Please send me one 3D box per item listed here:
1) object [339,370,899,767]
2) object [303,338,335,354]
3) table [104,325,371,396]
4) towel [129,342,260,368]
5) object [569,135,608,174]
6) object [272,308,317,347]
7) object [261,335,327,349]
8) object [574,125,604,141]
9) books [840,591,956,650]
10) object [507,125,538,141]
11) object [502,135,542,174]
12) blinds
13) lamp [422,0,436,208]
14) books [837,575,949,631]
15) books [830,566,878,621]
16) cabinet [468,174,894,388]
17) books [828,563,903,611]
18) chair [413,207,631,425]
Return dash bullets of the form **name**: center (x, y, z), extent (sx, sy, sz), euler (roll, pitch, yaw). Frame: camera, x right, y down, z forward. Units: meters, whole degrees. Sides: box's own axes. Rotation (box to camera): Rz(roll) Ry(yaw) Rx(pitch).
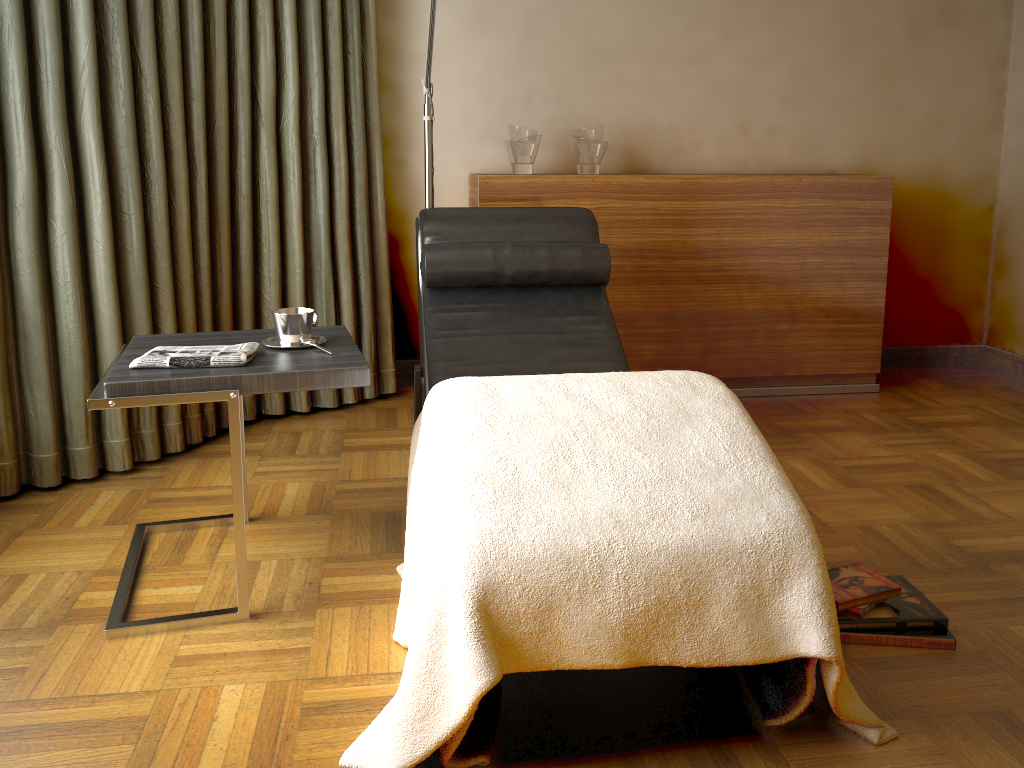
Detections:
- **object**: center (0.140, 0.268, 1.725), extent (0.917, 0.512, 0.924), euler (-2, 13, -7)
- **object**: center (-0.440, -0.087, 2.007), extent (0.029, 0.019, 0.125), euler (-10, 17, -37)
- **table**: center (-0.616, -0.057, 2.024), extent (0.518, 0.044, 0.507), euler (-4, 15, -16)
- **towel**: center (-0.679, -0.062, 1.913), extent (0.240, 0.035, 0.182), euler (-1, 14, -4)
- **object**: center (0.305, -0.914, 3.520), extent (0.156, 0.152, 0.158), euler (-4, 12, -17)
- **object**: center (-0.513, -0.135, 2.079), extent (0.098, 0.077, 0.112), euler (-1, 13, -6)
- **object**: center (-0.512, -0.098, 2.078), extent (0.150, 0.009, 0.152), euler (0, 14, -2)
- **object**: center (0.305, -0.952, 3.514), extent (0.123, 0.148, 0.124), euler (-6, 13, -28)
- **books**: center (0.743, 0.483, 1.845), extent (0.280, 0.022, 0.203), euler (2, 14, 6)
- **object**: center (0.040, -0.943, 3.478), extent (0.123, 0.148, 0.124), euler (-5, 12, -25)
- **object**: center (0.039, -0.906, 3.484), extent (0.156, 0.152, 0.157), euler (9, 15, 38)
- **blinds**: center (-1.001, -1.025, 2.864), extent (0.226, 2.416, 1.548), euler (7, 13, 36)
- **lamp**: center (-0.032, -0.600, 2.399), extent (0.452, 1.937, 1.437), euler (-1, 11, -4)
- **books**: center (0.739, 0.459, 1.858), extent (0.264, 0.020, 0.192), euler (-1, 14, -4)
- **books**: center (0.703, 0.438, 1.861), extent (0.124, 0.017, 0.174), euler (12, 18, 40)
- **cabinet**: center (0.673, -0.441, 3.695), extent (1.674, 0.850, 0.422), euler (-2, 10, -8)
- **books**: center (0.706, 0.422, 1.851), extent (0.173, 0.017, 0.125), euler (-6, 15, -23)
- **chair**: center (0.084, -0.007, 2.221), extent (0.636, 0.784, 1.819), euler (-1, 13, -8)
